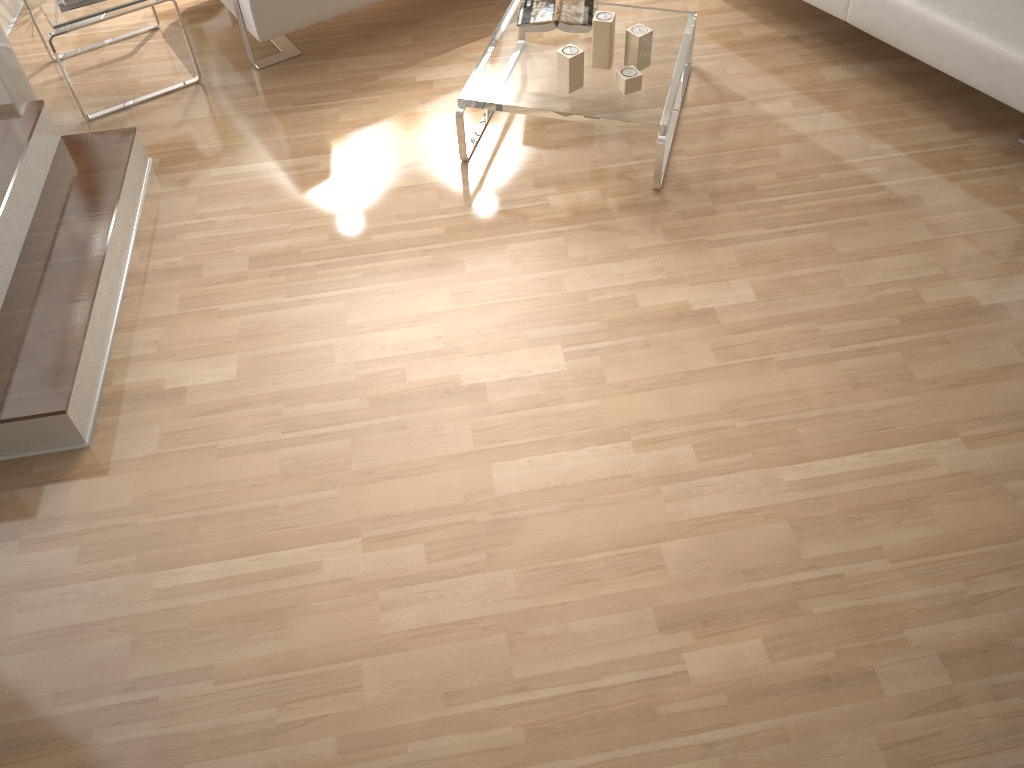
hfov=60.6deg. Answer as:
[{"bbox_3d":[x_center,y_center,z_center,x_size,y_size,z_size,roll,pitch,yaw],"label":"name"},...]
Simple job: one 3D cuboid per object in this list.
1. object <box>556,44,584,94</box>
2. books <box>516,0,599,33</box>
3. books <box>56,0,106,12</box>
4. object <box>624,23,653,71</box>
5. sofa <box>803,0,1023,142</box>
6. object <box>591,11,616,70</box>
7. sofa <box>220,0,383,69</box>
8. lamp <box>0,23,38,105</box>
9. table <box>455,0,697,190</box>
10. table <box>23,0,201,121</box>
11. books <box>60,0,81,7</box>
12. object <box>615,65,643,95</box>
[{"bbox_3d":[0.192,-1.045,2.888,0.069,0.139,0.070,-33,55,-23],"label":"object"},{"bbox_3d":[0.171,-1.373,3.237,0.292,0.052,0.220,3,49,5],"label":"books"},{"bbox_3d":[-1.542,-1.475,3.241,0.293,0.025,0.241,-25,52,-18],"label":"books"},{"bbox_3d":[0.428,-1.144,2.964,0.069,0.139,0.070,-33,55,-23],"label":"object"},{"bbox_3d":[1.608,-1.674,3.323,0.928,0.683,1.883,-27,53,-20],"label":"sofa"},{"bbox_3d":[0.309,-1.168,2.963,0.067,0.181,0.072,11,50,12],"label":"object"},{"bbox_3d":[-0.486,-2.116,3.814,1.828,0.683,0.956,-29,53,-21],"label":"sofa"},{"bbox_3d":[-1.873,-1.087,3.128,0.199,0.442,0.208,-8,49,-4],"label":"lamp"},{"bbox_3d":[0.257,-1.091,3.173,0.704,0.231,0.855,10,50,12],"label":"table"},{"bbox_3d":[-1.591,-1.405,3.445,0.476,0.369,0.581,-28,53,-20],"label":"table"},{"bbox_3d":[-1.543,-1.491,3.222,0.297,0.025,0.238,-33,55,-24],"label":"books"},{"bbox_3d":[0.386,-1.011,2.895,0.068,0.068,0.072,-20,51,-14],"label":"object"}]
